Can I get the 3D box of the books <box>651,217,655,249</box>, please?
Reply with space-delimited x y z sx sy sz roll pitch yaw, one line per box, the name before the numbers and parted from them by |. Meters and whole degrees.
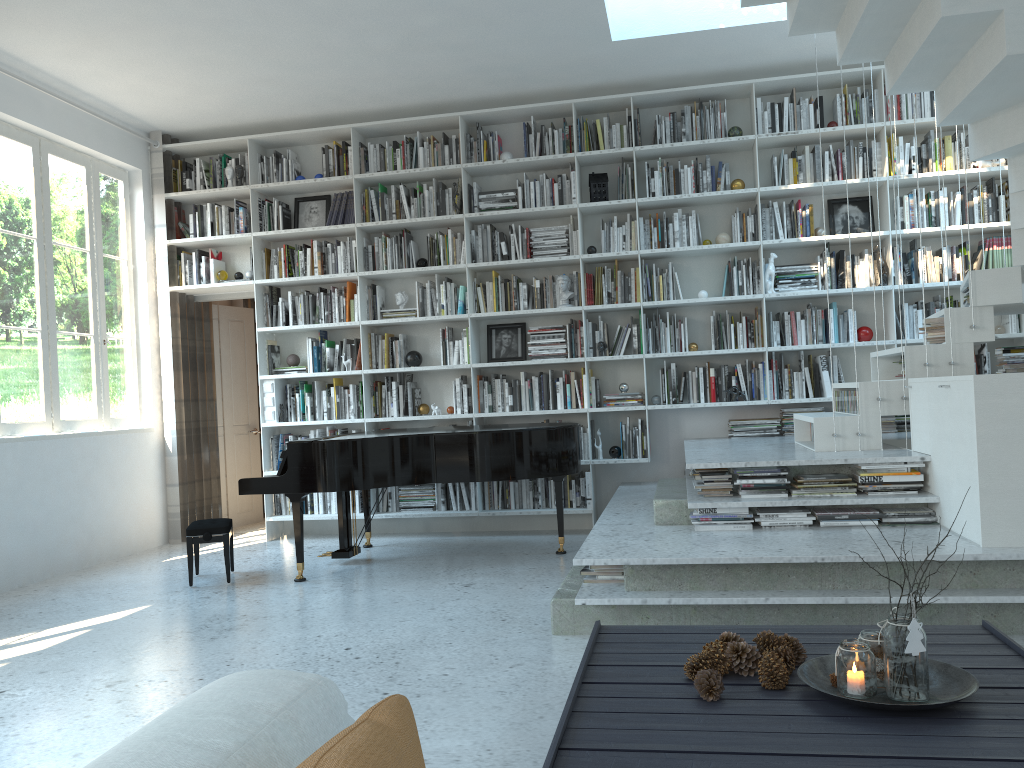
books | 1.028 -1.073 6.455 0.014 0.248 0.176 -3 0 11

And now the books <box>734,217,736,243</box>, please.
books | 1.597 -1.081 6.362 0.005 0.205 0.154 -3 -1 11

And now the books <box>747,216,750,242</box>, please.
books | 1.686 -1.084 6.338 0.013 0.202 0.173 -3 -1 11

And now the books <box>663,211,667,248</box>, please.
books | 1.112 -1.094 6.430 0.014 0.280 0.177 -3 0 11

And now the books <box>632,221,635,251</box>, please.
books | 0.889 -1.056 6.470 0.028 0.230 0.176 -3 -1 11

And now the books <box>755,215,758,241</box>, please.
books | 1.737 -1.089 6.321 0.012 0.206 0.169 -3 -1 11

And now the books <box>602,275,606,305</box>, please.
books | 0.684 -0.678 6.525 0.015 0.232 0.180 -3 -1 11

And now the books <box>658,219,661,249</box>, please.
books | 1.078 -1.070 6.454 0.013 0.236 0.157 -3 0 11

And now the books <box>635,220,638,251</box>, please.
books | 0.910 -1.061 6.481 0.026 0.238 0.173 -3 0 11

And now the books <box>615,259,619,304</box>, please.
books | 0.774 -0.736 6.509 0.021 0.337 0.169 -3 0 11

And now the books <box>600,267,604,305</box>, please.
books | 0.665 -0.708 6.538 0.035 0.293 0.145 -3 0 11

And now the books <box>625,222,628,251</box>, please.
books | 0.843 -1.056 6.495 0.024 0.234 0.149 -3 0 11

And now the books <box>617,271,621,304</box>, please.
books | 0.795 -0.694 6.509 0.033 0.253 0.174 -3 0 11

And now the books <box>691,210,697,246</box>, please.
books | 1.313 -1.100 6.394 0.024 0.272 0.169 -3 0 11

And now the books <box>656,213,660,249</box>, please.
books | 1.067 -1.093 6.476 0.014 0.284 0.135 -3 0 11

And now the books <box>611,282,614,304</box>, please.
books | 0.750 -0.656 6.536 0.030 0.181 0.131 -3 0 11

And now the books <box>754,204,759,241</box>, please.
books | 1.742 -1.125 6.313 0.005 0.278 0.182 -3 0 11

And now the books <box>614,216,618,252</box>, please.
books | 0.765 -1.073 6.488 0.028 0.275 0.187 -3 0 11

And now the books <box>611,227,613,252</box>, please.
books | 0.740 -1.037 6.520 0.023 0.207 0.171 -3 -1 11

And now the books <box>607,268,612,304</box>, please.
books | 0.723 -0.703 6.538 0.035 0.278 0.139 -3 0 11

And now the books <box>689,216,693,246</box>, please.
books | 1.294 -1.079 6.409 0.021 0.232 0.183 -3 -1 11

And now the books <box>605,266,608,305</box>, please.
books | 0.699 -0.710 6.519 0.019 0.294 0.163 -3 0 11

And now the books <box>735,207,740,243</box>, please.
books | 1.615 -1.113 6.344 0.015 0.267 0.164 -3 0 11

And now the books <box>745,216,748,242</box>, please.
books | 1.676 -1.086 6.351 0.012 0.206 0.137 -3 0 11

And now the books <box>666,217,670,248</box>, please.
books | 1.132 -1.073 6.432 0.022 0.237 0.164 -3 0 11

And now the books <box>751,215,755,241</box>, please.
books | 1.712 -1.087 6.322 0.013 0.204 0.173 -3 -1 11

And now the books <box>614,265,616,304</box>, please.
books | 0.759 -0.713 6.493 0.019 0.293 0.182 -3 0 11

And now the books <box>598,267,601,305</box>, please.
books | 0.650 -0.707 6.525 0.035 0.293 0.145 -3 0 11

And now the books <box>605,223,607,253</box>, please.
books | 0.698 -1.053 6.533 0.024 0.242 0.159 -3 0 11

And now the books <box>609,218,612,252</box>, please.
books | 0.728 -1.071 6.523 0.019 0.275 0.146 -3 0 11

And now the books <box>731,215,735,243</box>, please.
books | 1.588 -1.088 6.368 0.015 0.220 0.140 -3 0 11

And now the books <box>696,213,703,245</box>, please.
books | 1.356 -1.092 6.409 0.034 0.254 0.161 -3 0 11

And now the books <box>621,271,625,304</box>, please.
books | 0.814 -0.690 6.481 0.027 0.242 0.188 -3 -1 11

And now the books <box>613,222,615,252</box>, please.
books | 0.753 -1.052 6.512 0.023 0.236 0.178 -3 -1 11

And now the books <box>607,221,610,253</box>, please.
books | 0.714 -1.057 6.525 0.028 0.250 0.164 -3 0 11

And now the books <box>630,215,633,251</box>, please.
books | 0.874 -1.079 6.489 0.025 0.277 0.173 -3 0 11

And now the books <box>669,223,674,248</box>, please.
books | 1.158 -1.053 6.437 0.025 0.194 0.171 -3 -1 11

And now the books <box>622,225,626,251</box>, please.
books | 0.824 -1.043 6.492 0.029 0.211 0.157 -3 -1 11

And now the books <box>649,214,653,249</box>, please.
books | 1.017 -1.088 6.473 0.014 0.278 0.154 -3 0 11

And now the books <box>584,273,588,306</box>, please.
books | 0.553 -0.683 6.563 0.014 0.254 0.161 -3 0 11

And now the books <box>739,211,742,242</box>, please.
books | 1.632 -1.102 6.353 0.016 0.244 0.151 -3 0 11

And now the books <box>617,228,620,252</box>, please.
books | 0.785 -1.033 6.496 0.024 0.195 0.173 -3 -1 11

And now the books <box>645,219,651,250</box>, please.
books | 0.997 -1.068 6.482 0.030 0.242 0.138 -3 0 11

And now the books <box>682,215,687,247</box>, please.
books | 1.246 -1.083 6.412 0.025 0.245 0.183 -3 -1 11

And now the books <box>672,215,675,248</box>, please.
books | 1.175 -1.085 6.439 0.011 0.257 0.131 -3 0 11

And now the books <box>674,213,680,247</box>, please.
books | 1.191 -1.089 6.412 0.030 0.263 0.182 -3 0 11

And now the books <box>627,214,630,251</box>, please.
books | 0.859 -1.087 6.494 0.028 0.293 0.154 -3 0 11

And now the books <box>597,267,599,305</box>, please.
books | 0.640 -0.706 6.542 0.035 0.293 0.145 -3 0 11

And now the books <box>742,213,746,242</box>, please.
books | 1.660 -1.096 6.349 0.016 0.228 0.160 -3 0 11

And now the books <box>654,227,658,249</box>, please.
books | 1.049 -1.040 6.463 0.021 0.179 0.136 -3 -1 11

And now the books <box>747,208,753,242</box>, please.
books | 1.697 -1.112 6.325 0.016 0.257 0.175 -3 0 11

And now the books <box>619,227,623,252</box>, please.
books | 0.804 -1.035 6.495 0.027 0.196 0.185 -3 -1 11

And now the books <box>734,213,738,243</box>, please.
books | 1.605 -1.095 6.359 0.012 0.232 0.154 -3 0 11

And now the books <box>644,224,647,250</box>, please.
books | 0.977 -1.051 6.490 0.013 0.210 0.140 -3 0 11

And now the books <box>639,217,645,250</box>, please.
books | 0.951 -1.071 6.466 0.028 0.251 0.190 -3 -1 11

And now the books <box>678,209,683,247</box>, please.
books | 1.223 -1.107 6.432 0.027 0.295 0.159 -3 0 11

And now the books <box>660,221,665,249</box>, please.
books | 1.097 -1.061 6.453 0.026 0.216 0.161 -3 -1 11

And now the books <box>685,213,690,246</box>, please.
books | 1.274 -1.093 6.427 0.024 0.262 0.133 -3 0 11
